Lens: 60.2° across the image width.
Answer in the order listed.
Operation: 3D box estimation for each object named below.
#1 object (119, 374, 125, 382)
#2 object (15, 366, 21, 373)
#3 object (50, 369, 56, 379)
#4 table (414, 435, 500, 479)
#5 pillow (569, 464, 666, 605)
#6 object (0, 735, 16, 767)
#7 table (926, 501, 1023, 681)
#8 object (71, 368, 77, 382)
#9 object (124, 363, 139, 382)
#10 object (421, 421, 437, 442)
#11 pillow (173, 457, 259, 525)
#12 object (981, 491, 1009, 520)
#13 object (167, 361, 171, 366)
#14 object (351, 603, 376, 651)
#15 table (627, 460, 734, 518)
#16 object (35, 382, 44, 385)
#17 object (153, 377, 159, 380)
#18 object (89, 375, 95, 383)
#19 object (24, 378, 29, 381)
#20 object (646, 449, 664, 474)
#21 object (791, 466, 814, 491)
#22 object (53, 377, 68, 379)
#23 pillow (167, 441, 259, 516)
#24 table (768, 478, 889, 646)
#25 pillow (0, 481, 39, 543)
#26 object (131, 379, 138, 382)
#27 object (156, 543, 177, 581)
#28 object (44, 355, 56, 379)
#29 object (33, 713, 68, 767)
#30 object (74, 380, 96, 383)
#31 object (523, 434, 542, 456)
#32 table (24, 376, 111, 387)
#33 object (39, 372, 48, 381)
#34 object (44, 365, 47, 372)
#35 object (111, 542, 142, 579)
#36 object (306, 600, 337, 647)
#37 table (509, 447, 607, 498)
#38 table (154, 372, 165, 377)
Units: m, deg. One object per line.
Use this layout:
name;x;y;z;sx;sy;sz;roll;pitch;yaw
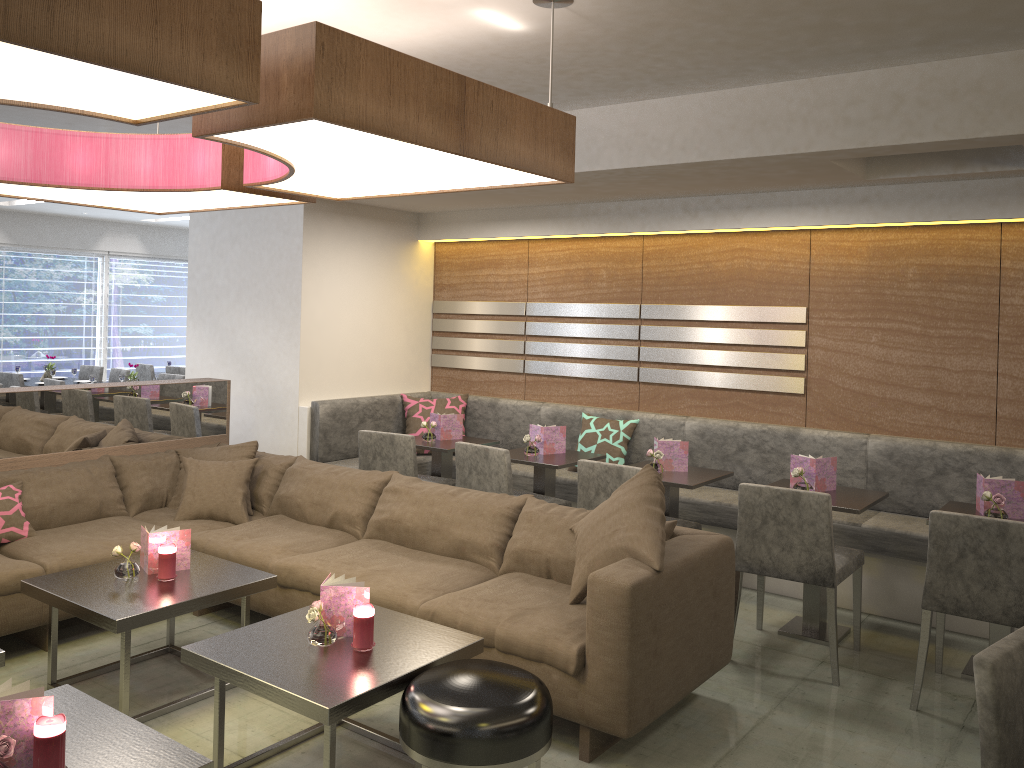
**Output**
object;-3.752;-0.029;8.500;0.053;0.139;0.053;1;1;-6
object;-5.131;-0.119;9.177;0.053;0.139;0.053;1;1;-6
object;-4.596;-0.079;8.849;0.053;0.139;0.053;1;1;-6
table;-0.437;0.677;5.475;0.507;0.654;0.506;3;2;36
pillow;0.393;0.547;3.210;0.298;0.512;0.622;1;3;-40
object;-1.069;0.799;1.888;0.193;0.125;0.095;0;2;-22
table;2.036;0.886;3.665;0.507;0.654;0.506;3;2;36
object;-4.493;-0.094;9.071;0.053;0.139;0.053;1;1;-6
object;-3.488;-0.060;8.117;0.155;0.276;0.104;2;1;34
object;-0.510;0.290;5.439;0.107;0.125;0.094;1;2;-11
pillow;-1.486;0.542;4.444;0.380;0.322;0.235;1;2;-9
object;1.977;0.501;3.614;0.093;0.125;0.106;1;2;-22
object;-4.130;-0.210;10.645;0.053;0.139;0.053;1;1;-6
object;-0.456;0.747;2.719;0.075;0.128;0.075;1;1;-1
table;0.799;0.781;4.570;0.507;0.654;0.506;3;2;36
object;-4.574;-0.004;8.694;0.217;0.015;0.217;3;5;14
object;-3.286;0.011;8.159;0.053;0.139;0.053;1;1;-6
object;-3.924;-0.014;8.264;0.053;0.139;0.053;1;1;-6
object;-5.046;-0.044;9.040;0.217;0.015;0.217;3;5;14
object;0.735;0.395;4.530;0.094;0.125;0.102;2;2;0
object;1.345;0.446;4.087;0.096;0.125;0.105;3;2;36
object;-4.818;-0.063;9.351;0.217;0.015;0.217;3;5;14
pillow;-1.563;0.495;4.640;0.526;0.394;0.292;2;2;5
table;1.417;0.834;4.117;0.507;0.654;0.506;3;2;36
pillow;-2.308;0.578;3.825;0.180;0.252;0.464;2;4;32
object;-3.389;0.026;7.937;0.053;0.139;0.053;1;1;-6
object;-1.307;0.674;3.350;0.075;0.128;0.075;2;1;9
object;-4.713;-0.164;9.014;0.155;0.276;0.104;2;1;34
object;-1.009;0.795;1.929;0.075;0.128;0.075;1;1;-1
object;-4.346;-0.023;9.006;0.217;0.015;0.217;3;5;14
object;0.112;0.342;4.993;0.110;0.125;0.092;1;2;-21
table;-4.709;0.291;9.028;1.191;0.634;0.778;4;4;36
object;-4.770;-0.080;9.048;0.070;0.100;0.203;2;4;6
object;-4.959;-0.133;9.412;0.053;0.139;0.053;1;1;-6
object;-1.467;0.668;3.363;0.102;0.132;0.092;2;2;1
object;-0.589;0.742;2.743;0.095;0.129;0.106;1;2;-4
table;0.181;0.729;5.023;0.507;0.654;0.506;3;2;36
table;-3.658;0.204;10.465;1.191;0.634;0.778;4;4;36
